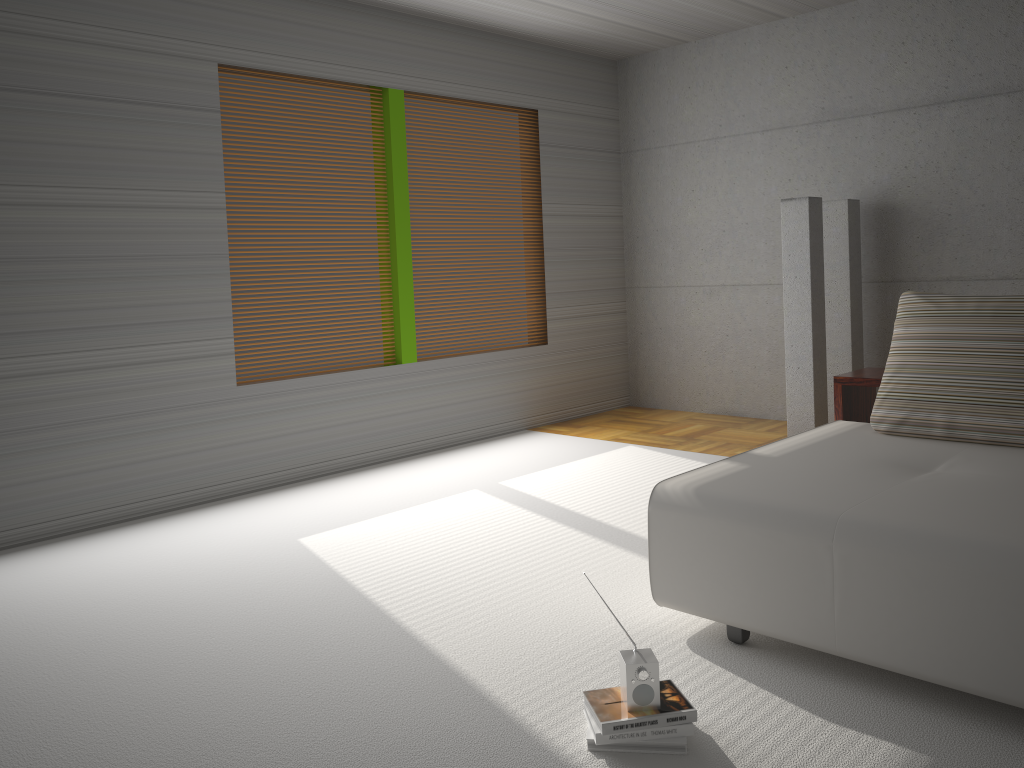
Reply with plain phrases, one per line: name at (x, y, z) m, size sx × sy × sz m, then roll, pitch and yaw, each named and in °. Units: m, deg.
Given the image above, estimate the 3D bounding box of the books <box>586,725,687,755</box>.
books at (0.344, 0.949, 2.435) m, size 0.264 × 0.032 × 0.190 m, roll -1°, pitch 7°, yaw 9°

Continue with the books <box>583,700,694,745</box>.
books at (0.342, 0.917, 2.434) m, size 0.265 × 0.032 × 0.190 m, roll -3°, pitch 7°, yaw -6°

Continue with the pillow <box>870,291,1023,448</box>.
pillow at (1.957, -0.082, 3.691) m, size 0.802 × 0.607 × 0.492 m, roll 3°, pitch 7°, yaw 44°

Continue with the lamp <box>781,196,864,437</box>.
lamp at (2.189, -0.443, 6.186) m, size 0.200 × 1.684 × 0.801 m, roll 0°, pitch 5°, yaw 45°

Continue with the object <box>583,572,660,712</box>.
object at (0.295, 0.692, 2.403) m, size 0.185 × 0.365 × 0.090 m, roll -3°, pitch 3°, yaw -5°

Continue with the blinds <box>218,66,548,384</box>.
blinds at (-0.861, -1.054, 6.267) m, size 0.012 × 2.036 × 3.548 m, roll 0°, pitch 6°, yaw 45°

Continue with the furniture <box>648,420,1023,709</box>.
furniture at (1.798, 0.577, 2.928) m, size 2.172 × 0.519 × 1.620 m, roll 4°, pitch 10°, yaw 44°

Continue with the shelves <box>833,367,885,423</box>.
shelves at (2.501, 0.360, 3.619) m, size 2.254 × 0.712 × 0.402 m, roll 4°, pitch 8°, yaw 45°

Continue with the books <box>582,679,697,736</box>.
books at (0.347, 0.885, 2.428) m, size 0.265 × 0.032 × 0.190 m, roll -4°, pitch 7°, yaw -11°
